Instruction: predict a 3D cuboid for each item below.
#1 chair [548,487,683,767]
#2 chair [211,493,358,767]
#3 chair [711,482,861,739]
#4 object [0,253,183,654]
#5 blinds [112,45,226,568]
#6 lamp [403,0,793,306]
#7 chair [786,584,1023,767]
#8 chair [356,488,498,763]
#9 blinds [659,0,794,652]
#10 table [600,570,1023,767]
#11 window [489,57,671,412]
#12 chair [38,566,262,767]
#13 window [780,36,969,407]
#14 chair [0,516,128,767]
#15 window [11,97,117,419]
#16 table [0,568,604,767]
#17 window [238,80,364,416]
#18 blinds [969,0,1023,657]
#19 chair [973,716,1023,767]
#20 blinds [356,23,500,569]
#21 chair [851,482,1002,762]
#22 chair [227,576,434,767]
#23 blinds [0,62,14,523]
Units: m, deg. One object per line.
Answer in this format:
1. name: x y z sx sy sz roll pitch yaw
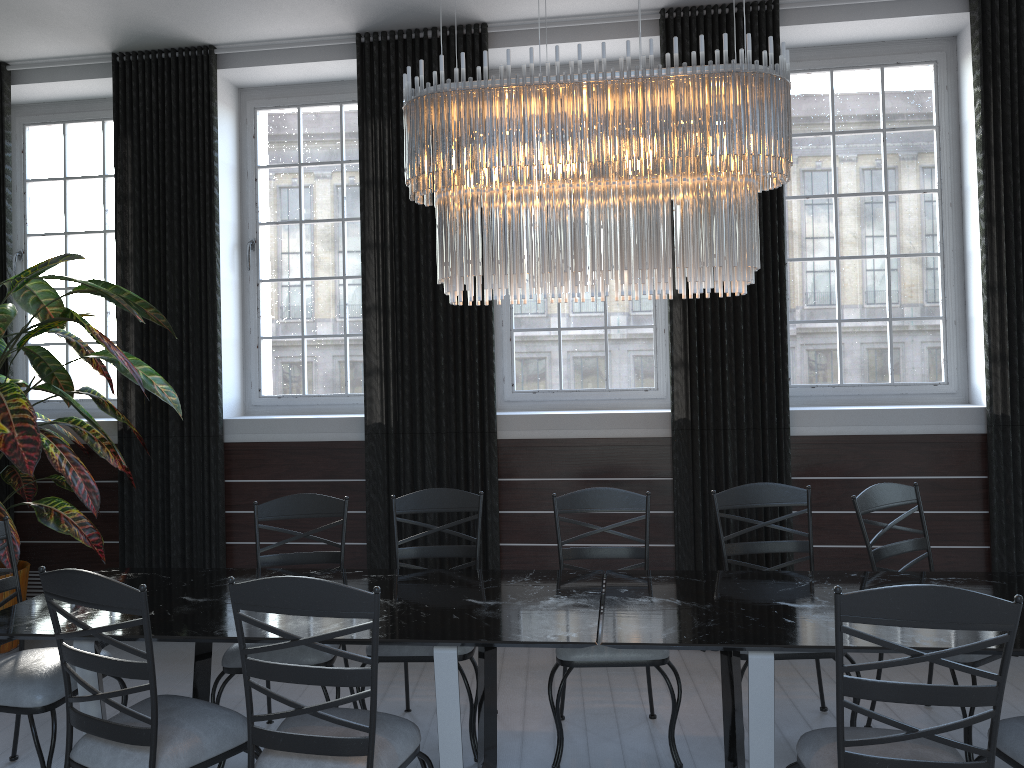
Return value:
1. chair: 0.377 0.916 3.466 0.490 0.956 0.503 -1 -1 2
2. chair: -0.863 0.949 3.492 0.496 0.965 0.503 -1 -1 4
3. chair: 1.065 0.904 3.500 0.496 0.965 0.503 -1 -1 7
4. object: -2.608 0.323 4.303 1.806 2.244 1.741 -2 0 35
5. blinds: -1.935 -0.229 4.979 0.623 3.316 0.098 -2 -1 9
6. lamp: 0.261 -1.091 2.931 1.272 1.627 0.440 -1 -1 8
7. chair: 0.956 0.930 2.234 0.496 0.965 0.503 -1 -1 8
8. chair: -0.322 0.935 3.567 0.496 0.965 0.503 -1 -1 11
9. blinds: 1.103 -0.292 4.531 0.605 3.316 0.111 -2 -1 8
10. table: 1.297 1.036 2.765 1.996 0.697 0.891 -1 0 7
11. window: 0.390 -0.844 5.059 1.033 1.992 0.133 -1 -1 8
12. chair: -1.053 0.971 2.582 0.496 0.965 0.503 -2 -1 26
13. window: 1.912 -0.876 4.839 1.033 1.992 0.133 -1 -1 8
14. chair: -1.731 0.976 3.178 0.503 0.965 0.496 -1 -1 9
15. window: -2.651 -0.781 5.505 1.033 1.992 0.133 -1 -1 8
16. table: -0.689 1.078 3.012 1.996 0.697 0.891 -1 0 7
17. window: -1.130 -0.812 5.283 1.033 1.992 0.133 -1 -1 8
18. blinds: 2.629 -0.324 4.321 0.623 3.316 0.087 -2 -1 8
19. chair: 1.520 0.916 2.288 0.496 0.965 0.503 -1 -1 3
20. blinds: -0.457 -0.259 4.759 0.739 3.316 0.111 -2 -1 8
21. chair: 1.676 0.891 3.438 0.496 0.965 0.503 -1 -1 -30
22. chair: -0.513 0.960 2.461 0.496 0.965 0.503 -1 -1 10
23. blinds: -3.120 -0.204 5.169 0.455 3.316 0.102 -2 -1 8
